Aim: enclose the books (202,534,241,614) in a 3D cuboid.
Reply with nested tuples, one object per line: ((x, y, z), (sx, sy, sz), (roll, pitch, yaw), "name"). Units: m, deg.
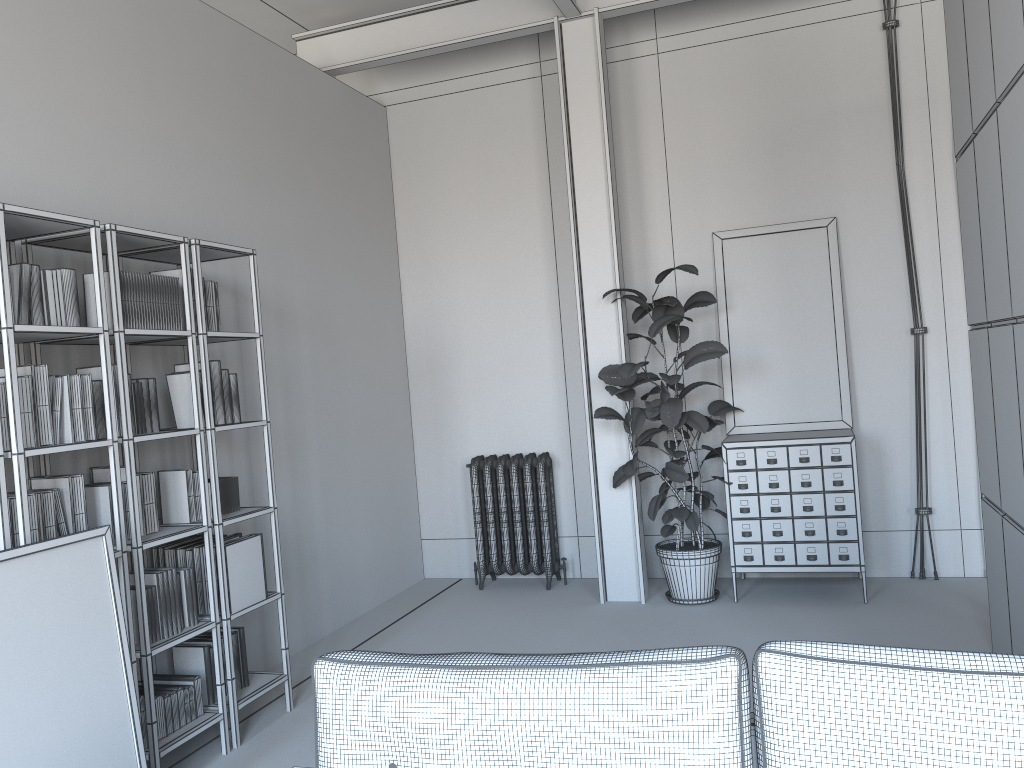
((-1.336, 0.889, 4.139), (0.027, 0.326, 0.272), (-4, 1, 19), "books")

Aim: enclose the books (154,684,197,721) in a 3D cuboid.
((-1.485, 1.383, 3.848), (0.241, 0.158, 0.033), (-4, 1, 19), "books")

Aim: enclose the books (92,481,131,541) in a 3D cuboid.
((-1.644, 0.527, 3.652), (0.178, 0.244, 0.057), (-4, 1, 19), "books")

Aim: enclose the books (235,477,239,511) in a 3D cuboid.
((-1.386, 0.538, 4.295), (0.134, 0.177, 0.012), (-4, 1, 19), "books")

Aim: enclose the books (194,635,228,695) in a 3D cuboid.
((-1.406, 1.320, 4.149), (0.192, 0.279, 0.047), (-4, 1, 19), "books")

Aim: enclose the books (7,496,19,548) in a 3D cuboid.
((-1.828, 0.534, 3.159), (0.193, 0.265, 0.062), (-4, 1, 19), "books")

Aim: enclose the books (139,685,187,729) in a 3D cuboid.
((-1.507, 1.376, 3.782), (0.242, 0.176, 0.040), (-4, 1, 19), "books")

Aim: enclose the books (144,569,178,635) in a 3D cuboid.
((-1.504, 0.920, 3.737), (0.202, 0.278, 0.027), (-4, 1, 19), "books")

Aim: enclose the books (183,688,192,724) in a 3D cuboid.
((-1.495, 1.384, 3.817), (0.241, 0.158, 0.033), (-4, 1, 19), "books")

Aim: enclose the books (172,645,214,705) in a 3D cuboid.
((-1.446, 1.325, 4.028), (0.192, 0.277, 0.030), (-4, 1, 19), "books")

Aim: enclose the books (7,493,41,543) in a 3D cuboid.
((-1.812, 0.532, 3.222), (0.193, 0.265, 0.062), (-4, 1, 19), "books")

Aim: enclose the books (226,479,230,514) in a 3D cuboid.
((-1.408, 0.541, 4.229), (0.134, 0.177, 0.012), (-4, 1, 19), "books")

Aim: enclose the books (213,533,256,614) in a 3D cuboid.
((-1.286, 0.887, 4.134), (0.068, 0.327, 0.303), (-4, 1, 19), "books")

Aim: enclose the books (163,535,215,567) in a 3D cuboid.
((-1.506, 0.904, 4.214), (0.068, 0.318, 0.319), (-4, 1, 19), "books")

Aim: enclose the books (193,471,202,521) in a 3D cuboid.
((-1.505, 0.519, 4.082), (0.162, 0.229, 0.053), (-4, 1, 26), "books")

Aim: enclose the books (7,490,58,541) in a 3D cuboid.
((-1.780, 0.529, 3.279), (0.193, 0.265, 0.062), (-4, 1, 19), "books")

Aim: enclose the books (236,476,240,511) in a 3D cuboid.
((-1.383, 0.538, 4.306), (0.134, 0.177, 0.012), (-4, 1, 19), "books")

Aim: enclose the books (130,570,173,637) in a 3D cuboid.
((-1.514, 0.920, 3.711), (0.202, 0.278, 0.027), (-4, 1, 19), "books")

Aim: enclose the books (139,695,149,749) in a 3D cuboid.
((-1.592, 1.362, 3.580), (0.275, 0.223, 0.033), (-4, 1, 19), "books")

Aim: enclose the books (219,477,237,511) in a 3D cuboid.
((-1.390, 0.539, 4.284), (0.134, 0.177, 0.012), (-4, 1, 19), "books")

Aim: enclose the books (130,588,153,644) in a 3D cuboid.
((-1.542, 0.948, 3.618), (0.165, 0.227, 0.022), (-4, 1, 19), "books")

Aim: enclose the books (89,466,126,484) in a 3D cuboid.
((-1.669, 0.496, 3.719), (0.222, 0.303, 0.038), (-4, 1, 19), "books")

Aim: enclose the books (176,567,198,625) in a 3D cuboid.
((-1.458, 0.929, 3.872), (0.184, 0.254, 0.025), (-4, 1, 19), "books")

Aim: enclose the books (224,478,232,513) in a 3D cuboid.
((-1.405, 0.540, 4.240), (0.134, 0.177, 0.012), (-4, 1, 19), "books")

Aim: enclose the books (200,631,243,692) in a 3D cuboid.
((-1.381, 1.317, 4.197), (0.207, 0.283, 0.061), (-4, 1, 19), "books")

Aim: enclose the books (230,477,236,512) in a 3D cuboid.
((-1.394, 0.539, 4.273), (0.134, 0.177, 0.012), (-4, 1, 19), "books")

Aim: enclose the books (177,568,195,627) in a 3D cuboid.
((-1.465, 0.930, 3.848), (0.184, 0.254, 0.025), (-4, 1, 19), "books")

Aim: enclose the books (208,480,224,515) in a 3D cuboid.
((-1.423, 0.542, 4.186), (0.134, 0.177, 0.012), (-4, 1, 19), "books")

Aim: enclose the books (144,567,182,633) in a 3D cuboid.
((-1.496, 0.919, 3.763), (0.202, 0.278, 0.027), (-4, 1, 19), "books")

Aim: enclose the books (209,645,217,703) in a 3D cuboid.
((-1.434, 1.332, 4.061), (0.196, 0.262, 0.040), (-4, 1, 19), "books")

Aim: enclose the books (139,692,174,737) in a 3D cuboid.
((-1.532, 1.378, 3.707), (0.242, 0.176, 0.040), (-4, 1, 19), "books")

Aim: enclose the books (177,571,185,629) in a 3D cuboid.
((-1.500, 0.934, 3.812), (0.180, 0.244, 0.057), (-4, 1, 19), "books")

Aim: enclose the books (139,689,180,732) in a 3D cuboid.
((-1.520, 1.378, 3.745), (0.242, 0.176, 0.040), (-4, 1, 19), "books")

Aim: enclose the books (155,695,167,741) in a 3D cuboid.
((-1.556, 1.377, 3.665), (0.260, 0.185, 0.056), (-4, 1, 19), "books")

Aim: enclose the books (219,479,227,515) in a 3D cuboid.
((-1.416, 0.541, 4.208), (0.134, 0.177, 0.012), (-4, 1, 19), "books")

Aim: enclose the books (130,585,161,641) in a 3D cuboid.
((-1.528, 0.946, 3.661), (0.165, 0.227, 0.022), (-4, 1, 19), "books")

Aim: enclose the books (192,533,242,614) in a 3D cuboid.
((-1.365, 0.891, 4.170), (0.037, 0.322, 0.333), (-4, 1, 19), "books")

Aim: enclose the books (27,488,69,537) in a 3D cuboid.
((-1.777, 0.530, 3.354), (0.193, 0.267, 0.084), (-4, 0, 18), "books")

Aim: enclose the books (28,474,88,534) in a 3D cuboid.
((-1.754, 0.505, 3.424), (0.222, 0.303, 0.071), (-4, 1, 19), "books")

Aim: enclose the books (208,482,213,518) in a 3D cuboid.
((-1.445, 0.544, 4.120), (0.134, 0.177, 0.012), (-4, 1, 19), "books")

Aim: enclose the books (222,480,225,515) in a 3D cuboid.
((-1.420, 0.542, 4.197), (0.134, 0.177, 0.012), (-4, 1, 19), "books")

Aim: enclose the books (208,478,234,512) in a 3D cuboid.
((-1.397, 0.539, 4.262), (0.134, 0.177, 0.012), (-4, 1, 19), "books")

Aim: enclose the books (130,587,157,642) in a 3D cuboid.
((-1.536, 0.947, 3.639), (0.165, 0.227, 0.022), (-4, 1, 19), "books")

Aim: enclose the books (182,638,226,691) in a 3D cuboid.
((-1.421, 1.322, 4.103), (0.195, 0.279, 0.049), (-4, 1, 19), "books")

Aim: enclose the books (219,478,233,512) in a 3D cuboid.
((-1.401, 0.540, 4.251), (0.134, 0.177, 0.012), (-4, 1, 19), "books")

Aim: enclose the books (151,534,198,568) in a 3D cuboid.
((-1.590, 0.909, 4.237), (0.033, 0.326, 0.303), (-4, 1, 19), "books")

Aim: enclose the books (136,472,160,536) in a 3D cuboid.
((-1.615, 0.512, 3.767), (0.193, 0.265, 0.091), (-4, 1, 19), "books")

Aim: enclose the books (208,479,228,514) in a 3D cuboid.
((-1.412, 0.541, 4.218), (0.134, 0.177, 0.012), (-4, 1, 19), "books")

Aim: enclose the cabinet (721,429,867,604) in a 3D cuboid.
((1.845, 0.844, 5.802), (0.796, 1.026, 0.668), (-4, 1, 19), "cabinet")

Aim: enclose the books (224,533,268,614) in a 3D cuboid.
((-1.238, 0.882, 4.118), (0.033, 0.326, 0.303), (-4, 1, 19), "books")

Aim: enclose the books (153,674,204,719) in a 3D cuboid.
((-1.485, 1.369, 3.892), (0.271, 0.184, 0.047), (-4, 1, 19), "books")

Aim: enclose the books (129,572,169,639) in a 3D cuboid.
((-1.522, 0.921, 3.685), (0.202, 0.278, 0.027), (-4, 1, 19), "books")

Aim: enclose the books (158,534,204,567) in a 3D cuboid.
((-1.557, 0.907, 4.227), (0.033, 0.326, 0.303), (-4, 1, 19), "books")

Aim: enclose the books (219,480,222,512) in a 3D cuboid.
((-1.427, 0.543, 4.175), (0.134, 0.177, 0.012), (-4, 1, 19), "books")

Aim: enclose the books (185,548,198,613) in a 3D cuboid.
((-1.401, 0.899, 4.183), (0.040, 0.312, 0.343), (-4, 1, 19), "books")

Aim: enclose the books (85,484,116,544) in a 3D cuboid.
((-1.673, 0.529, 3.599), (0.178, 0.244, 0.057), (-4, 1, 19), "books")

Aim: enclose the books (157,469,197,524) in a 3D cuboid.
((-1.527, 0.513, 4.031), (0.170, 0.245, 0.043), (-4, 1, 19), "books")

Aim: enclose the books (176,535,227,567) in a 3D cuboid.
((-1.448, 0.899, 4.194), (0.056, 0.315, 0.317), (-4, 1, 19), "books")

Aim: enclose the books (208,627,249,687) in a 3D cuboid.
((-1.361, 1.310, 4.238), (0.217, 0.295, 0.030), (-4, 1, 19), "books")
